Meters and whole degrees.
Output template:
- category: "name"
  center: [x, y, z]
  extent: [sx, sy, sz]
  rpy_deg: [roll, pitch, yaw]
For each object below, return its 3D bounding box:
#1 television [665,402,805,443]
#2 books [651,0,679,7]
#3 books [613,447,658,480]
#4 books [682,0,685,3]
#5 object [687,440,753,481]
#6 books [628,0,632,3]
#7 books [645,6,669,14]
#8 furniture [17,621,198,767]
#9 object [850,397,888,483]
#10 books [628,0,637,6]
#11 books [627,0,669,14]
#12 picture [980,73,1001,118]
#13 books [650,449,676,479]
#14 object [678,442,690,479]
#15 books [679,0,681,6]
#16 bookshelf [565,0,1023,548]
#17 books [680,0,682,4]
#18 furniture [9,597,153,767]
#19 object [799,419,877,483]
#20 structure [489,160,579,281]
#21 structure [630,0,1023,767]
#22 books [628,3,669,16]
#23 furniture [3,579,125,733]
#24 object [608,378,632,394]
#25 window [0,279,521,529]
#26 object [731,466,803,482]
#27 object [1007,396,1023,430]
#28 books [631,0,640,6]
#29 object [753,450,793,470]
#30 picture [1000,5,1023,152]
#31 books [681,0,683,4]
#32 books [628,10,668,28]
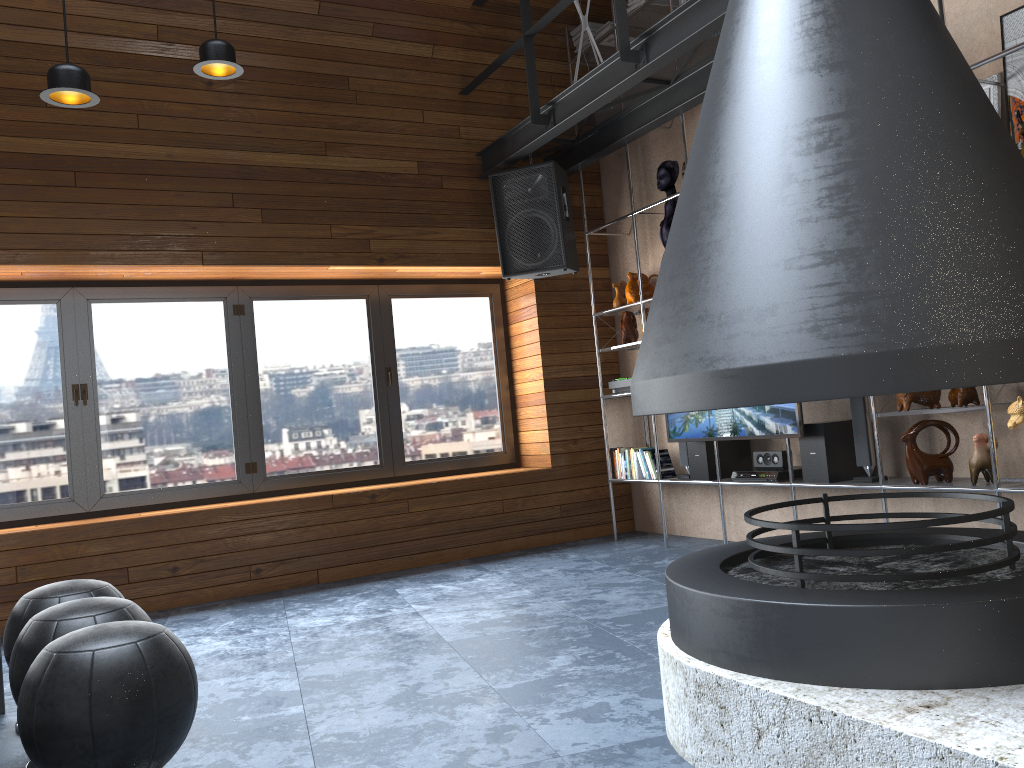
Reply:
- category: "television"
  center: [1.195, -0.012, 4.874]
  extent: [0.115, 0.638, 1.074]
  rpy_deg: [-4, -3, -28]
- category: "books"
  center: [0.991, -2.357, 5.414]
  extent: [0.252, 0.016, 0.182]
  rpy_deg: [-4, -3, -22]
- category: "books"
  center: [0.867, 0.526, 5.931]
  extent: [0.139, 0.208, 0.461]
  rpy_deg: [-4, -3, -28]
- category: "books"
  center: [1.060, -2.216, 5.230]
  extent: [0.127, 0.201, 0.011]
  rpy_deg: [-4, -3, -28]
- category: "object"
  center: [1.251, 0.416, 5.355]
  extent: [0.343, 0.303, 0.175]
  rpy_deg: [-4, -3, -28]
- category: "books"
  center: [0.874, -2.465, 5.687]
  extent: [0.206, 0.012, 0.161]
  rpy_deg: [-3, -3, -38]
- category: "books"
  center: [0.883, -2.352, 5.670]
  extent: [0.234, 0.016, 0.182]
  rpy_deg: [-4, -3, -33]
- category: "furniture"
  center: [-0.974, 0.819, 2.161]
  extent: [0.401, 0.462, 0.402]
  rpy_deg: [-5, -3, -13]
- category: "object"
  center: [1.722, 0.209, 4.332]
  extent: [0.112, 0.533, 0.112]
  rpy_deg: [-4, -3, -28]
- category: "books"
  center: [0.885, -2.435, 5.665]
  extent: [0.234, 0.016, 0.182]
  rpy_deg: [-3, -3, -38]
- category: "books"
  center: [0.876, -2.395, 5.673]
  extent: [0.240, 0.028, 0.180]
  rpy_deg: [-3, -3, -38]
- category: "picture"
  center: [1.982, -1.018, 4.068]
  extent: [0.136, 0.626, 0.544]
  rpy_deg: [-4, -3, -28]
- category: "books"
  center: [0.978, 0.519, 5.753]
  extent: [0.138, 0.185, 0.081]
  rpy_deg: [-4, -3, -28]
- category: "object"
  center: [1.089, 0.322, 5.542]
  extent: [0.112, 0.533, 0.112]
  rpy_deg: [-4, -3, -28]
- category: "books"
  center: [1.051, -2.213, 5.272]
  extent: [0.127, 0.201, 0.011]
  rpy_deg: [-4, -3, -28]
- category: "bookshelf"
  center: [3.071, -2.472, 1.580]
  extent: [0.421, 6.220, 10.737]
  rpy_deg: [-4, -3, -28]
- category: "books"
  center: [1.071, -2.225, 5.270]
  extent: [0.164, 0.219, 0.010]
  rpy_deg: [-4, -3, -28]
- category: "furniture"
  center: [-1.239, 0.863, 2.594]
  extent: [0.402, 0.462, 0.401]
  rpy_deg: [-5, -3, -8]
- category: "object"
  center: [1.669, 0.342, 4.557]
  extent: [0.343, 0.303, 0.175]
  rpy_deg: [-4, -3, -28]
- category: "structure"
  center: [0.178, -1.061, 5.882]
  extent: [0.461, 0.735, 0.488]
  rpy_deg: [-6, -3, 22]
- category: "structure"
  center: [0.853, -1.978, 2.231]
  extent: [1.197, 5.701, 1.689]
  rpy_deg: [-4, -3, -28]
- category: "books"
  center: [0.881, -2.371, 5.675]
  extent: [0.222, 0.021, 0.174]
  rpy_deg: [-4, -3, -28]
- category: "furniture"
  center: [-1.511, 0.908, 3.042]
  extent: [0.402, 0.462, 0.401]
  rpy_deg: [-6, -3, 12]
- category: "object"
  center: [0.882, -0.008, 5.955]
  extent: [0.320, 0.114, 0.404]
  rpy_deg: [-4, -3, -28]
- category: "window"
  center: [-2.573, 0.090, 5.286]
  extent: [5.936, 1.522, 0.101]
  rpy_deg: [-4, -3, -28]
- category: "object"
  center: [1.460, 0.501, 4.925]
  extent: [0.325, 0.058, 0.360]
  rpy_deg: [-4, -3, -28]
- category: "object"
  center: [2.176, 0.216, 3.497]
  extent: [0.375, 0.363, 0.170]
  rpy_deg: [-7, -3, 28]
- category: "books"
  center: [0.887, -2.419, 5.665]
  extent: [0.234, 0.016, 0.182]
  rpy_deg: [-4, -3, -23]
- category: "object"
  center: [1.448, 0.422, 4.926]
  extent: [0.080, 0.101, 0.223]
  rpy_deg: [-4, -3, -28]
- category: "picture"
  center: [2.257, -1.186, 3.587]
  extent: [0.090, 0.863, 0.529]
  rpy_deg: [-4, -3, -28]
- category: "books"
  center: [1.076, -2.226, 5.261]
  extent: [0.171, 0.220, 0.010]
  rpy_deg: [-4, -3, -28]
- category: "books"
  center: [0.872, -2.335, 5.680]
  extent: [0.234, 0.016, 0.182]
  rpy_deg: [-4, -3, -28]
